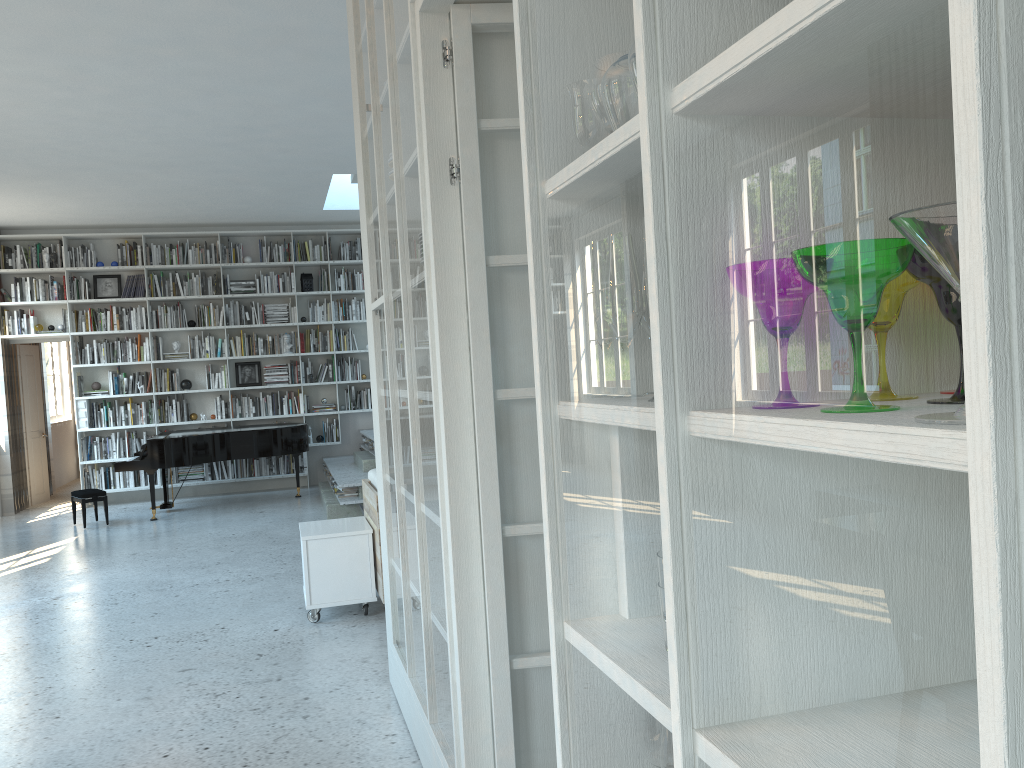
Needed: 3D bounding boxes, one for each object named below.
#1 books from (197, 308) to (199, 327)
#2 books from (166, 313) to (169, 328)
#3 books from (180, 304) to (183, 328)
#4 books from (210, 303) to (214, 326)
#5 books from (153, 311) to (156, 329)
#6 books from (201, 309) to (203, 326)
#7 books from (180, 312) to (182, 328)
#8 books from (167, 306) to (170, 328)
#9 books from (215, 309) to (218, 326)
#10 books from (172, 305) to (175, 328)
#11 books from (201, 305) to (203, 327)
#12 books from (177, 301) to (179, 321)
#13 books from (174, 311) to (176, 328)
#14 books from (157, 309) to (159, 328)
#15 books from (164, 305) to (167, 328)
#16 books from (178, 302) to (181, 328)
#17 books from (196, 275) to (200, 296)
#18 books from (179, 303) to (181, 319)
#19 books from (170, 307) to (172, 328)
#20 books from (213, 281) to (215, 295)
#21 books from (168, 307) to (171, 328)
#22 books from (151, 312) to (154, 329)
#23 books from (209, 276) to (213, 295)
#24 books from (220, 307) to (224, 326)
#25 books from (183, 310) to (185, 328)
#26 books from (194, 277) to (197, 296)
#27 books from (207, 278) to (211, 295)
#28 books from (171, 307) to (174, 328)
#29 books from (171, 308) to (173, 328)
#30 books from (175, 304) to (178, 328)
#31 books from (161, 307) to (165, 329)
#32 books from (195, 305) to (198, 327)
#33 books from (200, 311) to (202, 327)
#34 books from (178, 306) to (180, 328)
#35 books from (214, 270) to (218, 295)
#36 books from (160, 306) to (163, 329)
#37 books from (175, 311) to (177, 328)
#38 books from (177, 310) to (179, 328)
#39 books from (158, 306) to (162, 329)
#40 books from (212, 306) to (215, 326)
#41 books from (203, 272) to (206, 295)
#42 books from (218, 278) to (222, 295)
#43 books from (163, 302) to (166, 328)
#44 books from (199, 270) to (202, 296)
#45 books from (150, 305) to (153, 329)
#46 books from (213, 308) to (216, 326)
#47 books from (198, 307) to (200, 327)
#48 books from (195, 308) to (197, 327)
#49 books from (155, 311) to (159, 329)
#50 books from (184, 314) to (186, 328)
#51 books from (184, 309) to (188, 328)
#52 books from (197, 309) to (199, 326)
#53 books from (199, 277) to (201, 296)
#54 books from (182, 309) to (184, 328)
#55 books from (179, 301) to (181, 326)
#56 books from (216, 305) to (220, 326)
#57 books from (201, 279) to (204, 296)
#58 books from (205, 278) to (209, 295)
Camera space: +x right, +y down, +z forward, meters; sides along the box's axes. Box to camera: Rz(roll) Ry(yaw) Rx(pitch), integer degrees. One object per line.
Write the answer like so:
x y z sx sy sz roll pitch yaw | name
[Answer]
-3.748 -0.789 10.588 0.005 0.240 0.173 -4 2 -15 | books
-4.074 -0.741 10.515 0.029 0.187 0.149 -4 2 -15 | books
-3.920 -0.800 10.537 0.011 0.287 0.189 -4 2 -15 | books
-3.592 -0.820 10.633 0.022 0.285 0.190 -4 2 -15 | books
-4.220 -0.751 10.491 0.029 0.225 0.136 -4 2 -15 | books
-3.693 -0.781 10.592 0.006 0.216 0.181 -4 2 -15 | books
-3.932 -0.799 10.552 0.004 0.284 0.166 -4 2 -15 | books
-4.053 -0.780 10.494 0.009 0.263 0.189 -4 2 -15 | books
-3.551 -0.789 10.656 0.024 0.216 0.142 -4 2 -15 | books
-4.008 -0.791 10.522 0.011 0.279 0.169 -4 2 -15 | books
-3.710 -0.805 10.620 0.009 0.267 0.149 -4 2 -15 | books
-3.961 -0.815 10.545 0.004 0.321 0.153 -4 2 -15 | books
-3.993 -0.757 10.519 0.011 0.209 0.181 -4 2 -15 | books
-4.174 -0.761 10.489 0.012 0.240 0.134 -4 2 -15 | books
-4.091 -0.788 10.491 0.010 0.283 0.184 -4 2 -15 | books
-3.949 -0.814 10.555 0.005 0.316 0.157 -4 2 -15 | books
-3.747 -1.166 10.597 0.028 0.261 0.135 -4 2 -15 | books
-3.938 -0.809 10.553 0.005 0.305 0.162 -4 2 -15 | books
-4.039 -0.780 10.524 0.010 0.262 0.169 -4 2 -15 | books
-3.564 -1.179 10.634 0.055 0.264 0.167 -4 2 -15 | books
-4.043 -0.775 10.499 0.012 0.251 0.184 -4 2 -15 | books
-4.234 -0.741 10.462 0.015 0.208 0.186 -4 2 -15 | books
-3.606 -1.164 10.643 0.024 0.237 0.153 -4 2 -15 | books
-3.479 -0.803 10.643 0.064 0.237 0.208 -4 2 -15 | books
-3.906 -0.767 10.569 0.012 0.218 0.151 -4 2 -15 | books
-3.765 -1.147 10.573 0.021 0.226 0.191 -4 2 -15 | books
-3.624 -1.155 10.622 0.022 0.223 0.161 -4 2 -15 | books
-4.015 -0.781 10.514 0.009 0.261 0.180 -4 2 -15 | books
-4.028 -0.778 10.527 0.011 0.256 0.152 -4 2 -15 | books
-3.976 -0.799 10.528 0.011 0.291 0.176 -4 2 -15 | books
-4.119 -0.775 10.493 0.024 0.262 0.177 -4 2 -15 | books
-3.769 -0.806 10.610 0.012 0.276 0.129 -4 2 -15 | books
-3.716 -0.771 10.610 0.011 0.200 0.162 -4 2 -15 | books
-3.951 -0.786 10.541 0.010 0.262 0.158 -4 2 -15 | books
-3.550 -1.200 10.637 0.058 0.302 0.175 -4 2 -15 | books
-4.136 -0.781 10.487 0.012 0.276 0.157 -4 2 -15 | books
-3.989 -0.766 10.546 0.011 0.226 0.129 -4 2 -15 | books
-3.969 -0.763 10.557 0.012 0.217 0.133 -4 2 -15 | books
-4.155 -0.782 10.486 0.026 0.279 0.151 -4 2 -15 | books
-3.578 -0.808 10.645 0.010 0.257 0.140 -4 2 -15 | books
-3.680 -1.186 10.624 0.022 0.290 0.146 -4 2 -15 | books
-3.512 -1.157 10.673 0.028 0.212 0.134 -4 2 -15 | books
-4.108 -0.804 10.509 0.011 0.317 0.154 -4 2 -15 | books
-3.714 -1.194 10.591 0.011 0.313 0.183 -4 2 -15 | books
-4.254 -0.778 10.473 0.012 0.285 0.159 -4 2 -15 | books
-3.568 -0.795 10.651 0.011 0.229 0.165 -4 2 -15 | books
-3.728 -0.788 10.584 0.005 0.236 0.178 -4 2 -15 | books
-3.774 -0.795 10.601 0.005 0.254 0.161 -4 2 -15 | books
-4.194 -0.749 10.497 0.024 0.219 0.140 -4 2 -15 | books
-3.897 -0.764 10.570 0.004 0.209 0.132 -4 2 -15 | books
-3.880 -0.775 10.566 0.031 0.232 0.147 -4 2 -15 | books
-3.743 -0.778 10.607 0.013 0.216 0.149 -4 2 -15 | books
-3.726 -1.153 10.599 0.013 0.231 0.141 -4 2 -15 | books
-3.918 -0.776 10.573 0.009 0.237 0.134 -4 2 -15 | books
-3.944 -0.821 10.553 0.005 0.331 0.161 -4 2 -15 | books
-3.527 -0.811 10.652 0.022 0.257 0.155 -4 2 -15 | books
-3.699 -1.146 10.617 0.024 0.213 0.150 -4 2 -15 | books
-3.648 -1.151 10.612 0.030 0.218 0.182 -4 2 -15 | books
